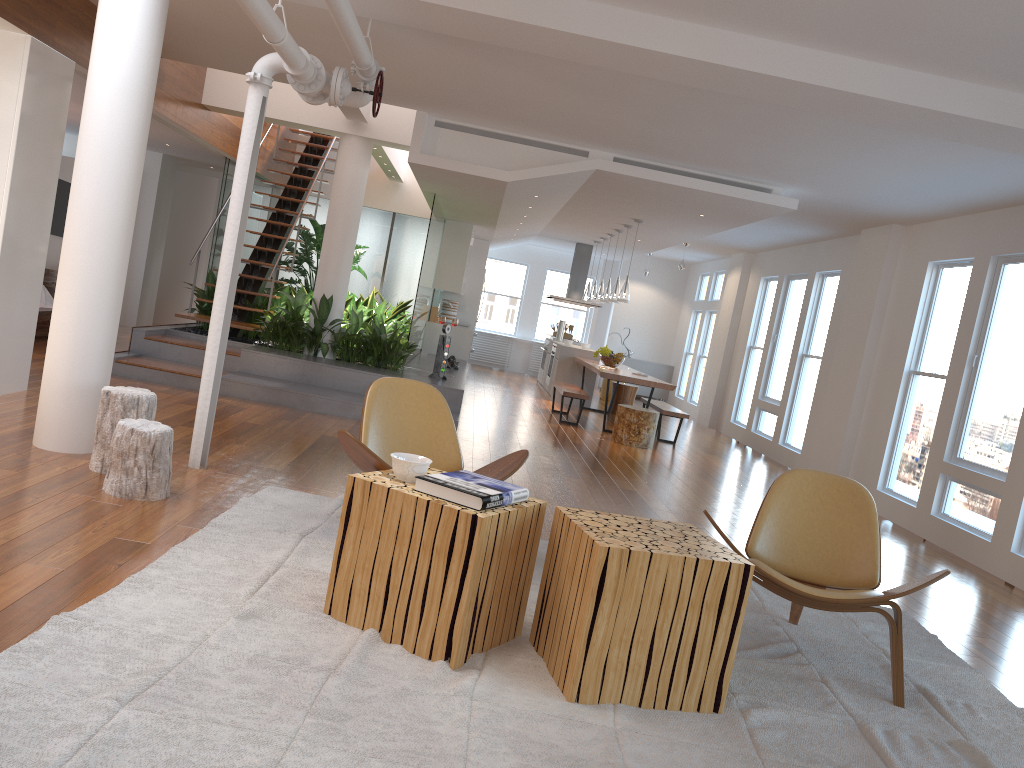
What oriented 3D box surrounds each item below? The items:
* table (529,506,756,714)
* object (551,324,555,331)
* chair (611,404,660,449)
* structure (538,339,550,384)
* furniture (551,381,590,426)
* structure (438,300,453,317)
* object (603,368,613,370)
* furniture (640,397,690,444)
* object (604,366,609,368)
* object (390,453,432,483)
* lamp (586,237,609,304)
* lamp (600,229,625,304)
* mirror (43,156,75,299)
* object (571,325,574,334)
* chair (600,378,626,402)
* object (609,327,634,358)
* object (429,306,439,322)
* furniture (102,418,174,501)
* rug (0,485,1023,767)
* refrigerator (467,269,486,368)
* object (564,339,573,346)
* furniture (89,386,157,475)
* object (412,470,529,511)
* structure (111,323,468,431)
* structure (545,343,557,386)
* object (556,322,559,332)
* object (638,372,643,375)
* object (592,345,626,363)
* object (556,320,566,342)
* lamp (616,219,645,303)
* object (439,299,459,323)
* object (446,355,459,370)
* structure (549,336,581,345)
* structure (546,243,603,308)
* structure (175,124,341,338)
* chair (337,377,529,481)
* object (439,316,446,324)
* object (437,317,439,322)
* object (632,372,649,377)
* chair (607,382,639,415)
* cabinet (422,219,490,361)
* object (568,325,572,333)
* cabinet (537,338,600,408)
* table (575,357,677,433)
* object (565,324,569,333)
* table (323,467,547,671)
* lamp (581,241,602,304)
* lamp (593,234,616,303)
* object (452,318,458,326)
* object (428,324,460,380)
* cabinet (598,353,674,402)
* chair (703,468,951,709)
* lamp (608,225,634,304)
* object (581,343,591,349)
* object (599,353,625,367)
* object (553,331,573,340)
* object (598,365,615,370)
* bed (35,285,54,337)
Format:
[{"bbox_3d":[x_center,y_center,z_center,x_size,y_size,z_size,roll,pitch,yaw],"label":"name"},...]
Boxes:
[{"bbox_3d":[0.427,0.779,3.086,0.548,0.534,0.489,10,5,-15],"label":"table"},{"bbox_3d":[0.757,-0.933,15.706,0.199,0.259,0.016,12,5,7],"label":"object"},{"bbox_3d":[1.349,0.464,9.713,0.460,0.400,0.460,11,5,7],"label":"chair"},{"bbox_3d":[0.800,-0.347,15.293,0.649,0.735,0.890,11,5,-3],"label":"structure"},{"bbox_3d":[0.686,0.238,11.011,0.316,0.389,1.433,11,5,-3],"label":"furniture"},{"bbox_3d":[-1.076,-1.047,13.826,0.248,0.536,0.115,11,5,-3],"label":"structure"},{"bbox_3d":[1.164,-0.186,10.871,0.149,0.014,0.044,11,5,-5],"label":"object"},{"bbox_3d":[1.856,0.459,11.079,0.316,0.389,1.433,11,5,-3],"label":"furniture"},{"bbox_3d":[1.174,-0.205,11.005,0.070,0.030,0.079,7,6,-40],"label":"object"},{"bbox_3d":[-0.367,0.304,3.179,0.152,0.082,0.152,7,6,-42],"label":"object"},{"bbox_3d":[1.311,-1.759,13.467,0.160,1.060,0.160,13,5,24],"label":"lamp"},{"bbox_3d":[1.370,-1.629,12.027,0.160,1.060,0.160,13,5,24],"label":"lamp"},{"bbox_3d":[-5.909,-1.955,11.663,1.267,2.044,0.049,11,5,-3],"label":"mirror"},{"bbox_3d":[1.046,-0.895,15.724,0.057,0.294,0.030,11,5,-3],"label":"object"},{"bbox_3d":[1.725,0.074,15.150,0.344,0.430,0.549,11,5,1],"label":"chair"},{"bbox_3d":[2.134,-0.816,17.013,0.590,0.563,0.210,8,5,-32],"label":"object"},{"bbox_3d":[-1.142,-1.029,13.077,0.104,0.222,0.200,11,5,-3],"label":"object"},{"bbox_3d":[-1.754,0.353,4.204,0.294,0.333,0.292,8,6,-33],"label":"furniture"},{"bbox_3d":[0.335,0.991,3.077,3.525,0.057,3.478,11,5,1],"label":"rug"},{"bbox_3d":[-0.920,-1.182,15.576,0.725,1.772,0.908,11,5,-3],"label":"refrigerator"},{"bbox_3d":[0.849,-0.622,13.398,0.152,0.082,0.152,14,6,36],"label":"object"},{"bbox_3d":[-1.977,0.239,4.541,0.290,0.418,0.298,7,6,-40],"label":"furniture"},{"bbox_3d":[-0.138,0.371,3.110,0.279,0.048,0.334,13,5,28],"label":"object"},{"bbox_3d":[-2.087,-0.236,10.429,3.088,0.386,5.584,11,5,-3],"label":"structure"},{"bbox_3d":[0.622,-0.309,13.871,0.072,0.648,0.644,11,5,-3],"label":"structure"},{"bbox_3d":[0.797,-0.944,15.709,0.055,0.299,0.027,11,5,-3],"label":"object"},{"bbox_3d":[1.589,-0.123,10.982,0.079,0.030,0.070,15,6,40],"label":"object"},{"bbox_3d":[1.325,-0.379,11.989,0.394,0.284,0.292,7,6,-39],"label":"object"},{"bbox_3d":[0.827,-0.881,14.797,0.172,0.356,0.120,6,7,-45],"label":"object"},{"bbox_3d":[1.428,-1.499,10.588,0.160,1.060,0.160,13,5,24],"label":"lamp"},{"bbox_3d":[-1.024,-1.180,14.373,0.267,0.356,0.266,13,5,22],"label":"object"},{"bbox_3d":[-0.733,-0.269,10.658,0.216,0.155,0.181,7,6,-38],"label":"object"},{"bbox_3d":[0.921,-0.757,15.273,0.520,0.073,0.650,11,5,-3],"label":"structure"},{"bbox_3d":[1.177,-2.056,15.138,0.909,1.405,0.900,11,5,-3],"label":"structure"},{"bbox_3d":[-1.926,-2.376,10.908,2.552,4.265,4.591,11,5,-3],"label":"structure"},{"bbox_3d":[-0.369,0.419,4.229,0.856,0.752,0.867,11,5,2],"label":"chair"},{"bbox_3d":[-1.003,-0.926,12.819,0.094,0.106,0.094,11,5,2],"label":"object"},{"bbox_3d":[-1.144,-1.024,13.326,0.100,0.170,0.173,11,5,-2],"label":"object"},{"bbox_3d":[1.588,-0.117,10.982,0.222,0.020,0.222,10,5,-11],"label":"object"},{"bbox_3d":[1.613,0.228,12.934,0.396,0.455,0.402,10,5,-13],"label":"chair"},{"bbox_3d":[-0.903,-1.336,14.816,0.676,2.280,4.565,11,5,-3],"label":"cabinet"},{"bbox_3d":[1.010,-0.900,15.704,0.068,0.298,0.039,11,5,-3],"label":"object"},{"bbox_3d":[0.871,-0.233,14.394,0.597,0.832,2.936,11,5,-3],"label":"cabinet"},{"bbox_3d":[1.244,0.016,13.028,0.893,0.704,5.996,11,5,-3],"label":"table"},{"bbox_3d":[0.948,-0.913,15.698,0.057,0.299,0.019,11,5,-3],"label":"object"},{"bbox_3d":[-0.270,0.636,3.193,0.548,0.534,0.489,13,5,27],"label":"table"},{"bbox_3d":[1.282,-1.823,14.186,0.160,1.060,0.160,13,5,24],"label":"lamp"},{"bbox_3d":[1.341,-1.694,12.747,0.160,1.060,0.160,13,5,24],"label":"lamp"},{"bbox_3d":[-0.823,-0.888,12.783,0.094,0.106,0.094,11,5,2],"label":"object"},{"bbox_3d":[-0.642,-0.315,8.932,0.318,0.565,0.134,14,6,33],"label":"object"},{"bbox_3d":[2.387,-0.118,17.130,1.309,0.725,0.420,11,5,-3],"label":"cabinet"},{"bbox_3d":[1.280,0.790,3.608,0.867,0.752,0.856,7,6,-43],"label":"chair"},{"bbox_3d":[1.399,-1.564,11.308,0.160,1.060,0.160,13,5,24],"label":"lamp"},{"bbox_3d":[1.099,-0.565,13.289,0.152,0.082,0.152,7,6,-42],"label":"object"},{"bbox_3d":[1.339,-0.312,11.982,0.360,0.159,0.360,7,6,-40],"label":"object"},{"bbox_3d":[0.898,-0.843,15.712,0.353,0.157,0.084,11,5,-3],"label":"object"},{"bbox_3d":[1.173,-0.199,11.006,0.222,0.020,0.222,14,6,37],"label":"object"},{"bbox_3d":[-5.853,-0.954,8.829,2.314,0.595,2.207,11,5,-3],"label":"bed"}]
